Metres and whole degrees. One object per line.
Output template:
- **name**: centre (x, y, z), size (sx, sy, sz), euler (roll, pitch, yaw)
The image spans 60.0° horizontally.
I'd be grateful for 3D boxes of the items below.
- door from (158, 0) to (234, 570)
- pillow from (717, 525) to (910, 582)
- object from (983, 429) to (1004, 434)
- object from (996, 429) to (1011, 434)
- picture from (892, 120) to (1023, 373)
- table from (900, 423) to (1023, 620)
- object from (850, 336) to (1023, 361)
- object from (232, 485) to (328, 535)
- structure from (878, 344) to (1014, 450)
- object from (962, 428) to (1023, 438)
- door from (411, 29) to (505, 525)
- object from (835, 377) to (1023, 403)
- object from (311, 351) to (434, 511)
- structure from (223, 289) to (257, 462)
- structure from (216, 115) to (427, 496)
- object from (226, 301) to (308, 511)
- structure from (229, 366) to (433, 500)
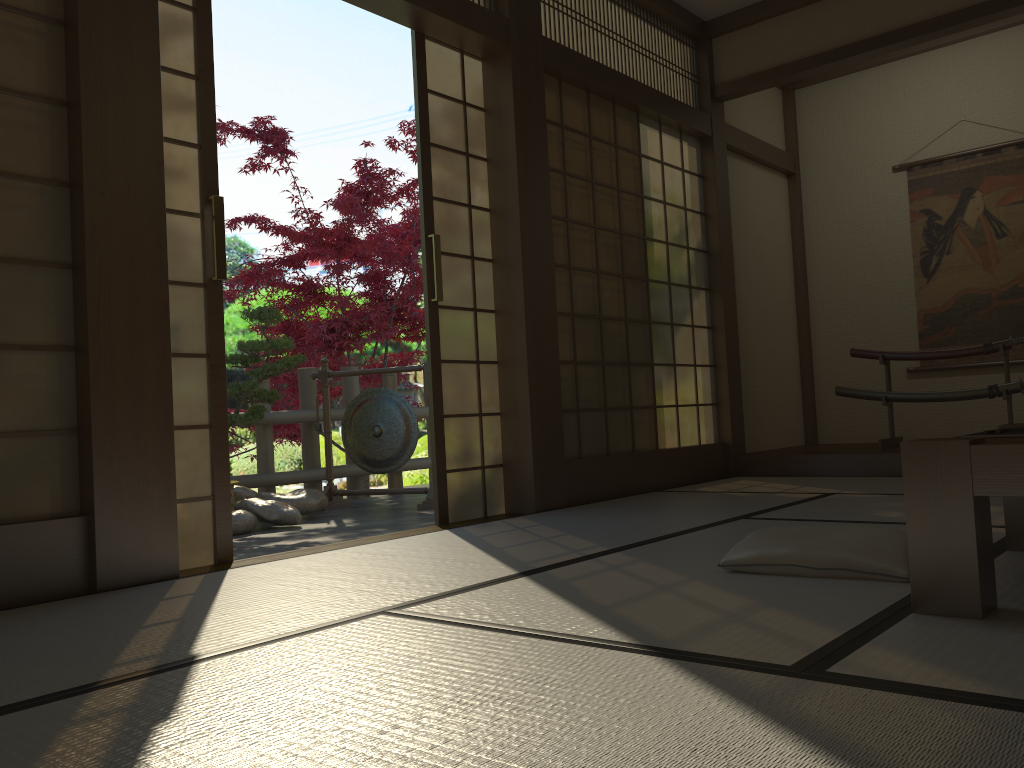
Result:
- **door**: centre (-1.652, -0.472, 2.469), size (0.073, 2.380, 1.894), euler (-5, -3, 40)
- **pillow**: centre (0.880, 0.454, 2.441), size (0.486, 0.107, 0.496), euler (-5, -3, 34)
- **object**: centre (1.155, 0.111, 2.118), size (0.008, 0.008, 0.200), euler (-5, -3, 41)
- **object**: centre (1.168, 0.110, 2.106), size (0.008, 0.008, 0.200), euler (-5, -3, 36)
- **picture**: centre (3.157, -0.971, 6.100), size (0.952, 1.725, 0.038), euler (-5, -3, 40)
- **table**: centre (1.511, 0.259, 1.874), size (1.000, 0.350, 1.000), euler (-5, -3, 40)
- **object**: centre (2.690, -0.215, 5.472), size (1.186, 0.121, 0.086), euler (-5, -3, 42)
- **object**: centre (-1.715, 0.726, 5.307), size (1.147, 0.276, 1.260), euler (-5, -3, 36)
- **structure**: centre (2.701, 0.088, 5.522), size (0.712, 0.604, 0.446), euler (-5, -3, 40)
- **object**: centre (1.268, 0.111, 2.075), size (0.300, 0.007, 0.400), euler (-5, -3, 40)
- **door**: centre (0.238, -0.481, 4.697), size (0.073, 2.380, 1.894), euler (-5, -3, 40)
- **object**: centre (2.686, 0.038, 5.478), size (1.369, 0.144, 0.100), euler (-5, -3, 42)
- **object**: centre (-0.905, 0.311, 6.063), size (1.045, 1.061, 0.368), euler (-4, -2, 19)
- **structure**: centre (-3.436, -0.902, 5.735), size (3.412, 4.004, 3.045), euler (-2, -2, -17)
- **structure**: centre (-1.186, -0.907, 8.514), size (3.412, 4.004, 3.045), euler (-5, -3, 43)
- **object**: centre (-1.717, 0.176, 5.381), size (1.032, 1.362, 0.586), euler (-2, -3, -24)
- **structure**: centre (-2.218, 0.428, 5.747), size (0.245, 1.136, 7.456), euler (-5, -3, 40)
